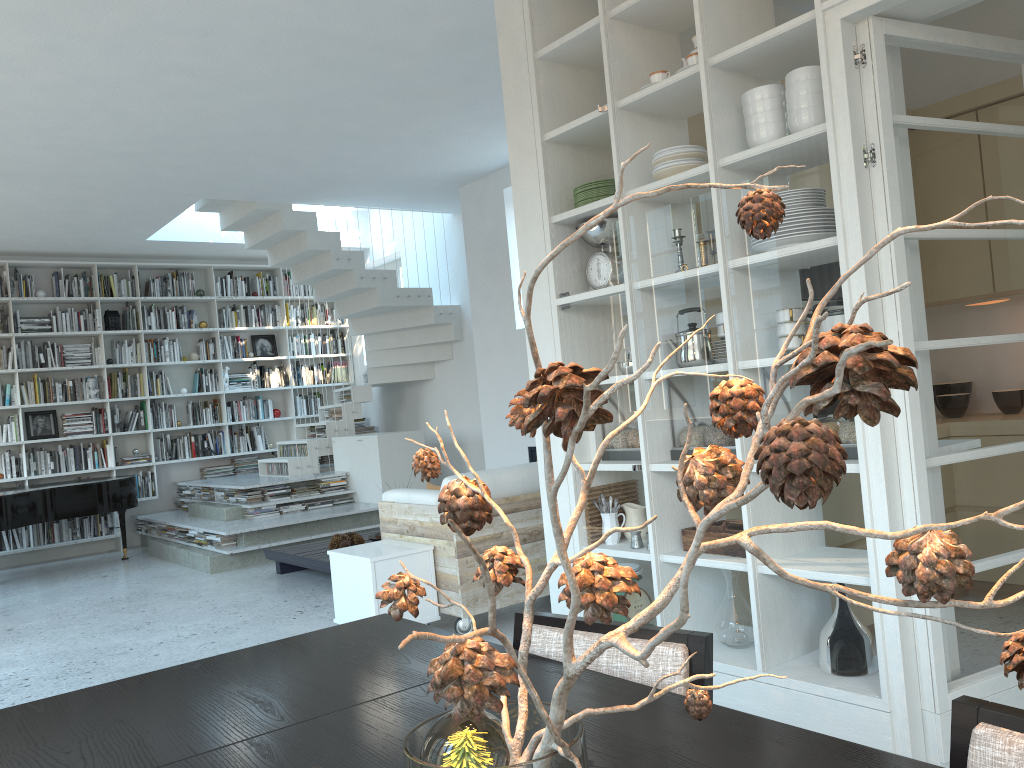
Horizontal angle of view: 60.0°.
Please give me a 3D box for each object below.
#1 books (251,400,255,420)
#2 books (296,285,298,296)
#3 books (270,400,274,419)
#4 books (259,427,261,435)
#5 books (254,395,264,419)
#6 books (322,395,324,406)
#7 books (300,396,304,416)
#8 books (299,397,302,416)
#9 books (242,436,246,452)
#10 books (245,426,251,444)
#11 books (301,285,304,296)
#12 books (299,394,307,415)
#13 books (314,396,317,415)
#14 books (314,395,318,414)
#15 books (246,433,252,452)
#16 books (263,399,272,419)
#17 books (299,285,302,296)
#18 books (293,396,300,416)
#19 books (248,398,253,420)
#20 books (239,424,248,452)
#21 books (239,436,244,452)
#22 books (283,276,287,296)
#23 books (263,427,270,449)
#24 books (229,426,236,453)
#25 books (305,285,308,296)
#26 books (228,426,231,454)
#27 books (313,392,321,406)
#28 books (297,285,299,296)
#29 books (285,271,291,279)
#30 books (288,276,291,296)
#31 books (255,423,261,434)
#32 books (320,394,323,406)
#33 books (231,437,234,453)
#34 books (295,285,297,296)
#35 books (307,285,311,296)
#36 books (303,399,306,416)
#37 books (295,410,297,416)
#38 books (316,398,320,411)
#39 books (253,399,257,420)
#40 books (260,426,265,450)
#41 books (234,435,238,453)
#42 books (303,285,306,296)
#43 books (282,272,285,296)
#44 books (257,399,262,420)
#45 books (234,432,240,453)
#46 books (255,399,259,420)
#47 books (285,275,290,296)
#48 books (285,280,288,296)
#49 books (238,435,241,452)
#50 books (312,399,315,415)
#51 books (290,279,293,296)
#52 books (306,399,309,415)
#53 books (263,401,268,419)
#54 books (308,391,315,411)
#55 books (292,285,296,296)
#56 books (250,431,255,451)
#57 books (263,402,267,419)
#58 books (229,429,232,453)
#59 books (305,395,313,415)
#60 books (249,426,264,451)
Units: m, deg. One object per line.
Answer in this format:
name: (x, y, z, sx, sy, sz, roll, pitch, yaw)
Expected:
books: (-3.147, 0.317, 10.684, 0.026, 0.246, 0.166, -5, -1, -37)
books: (-2.734, -1.197, 11.111, 0.014, 0.260, 0.167, -5, -1, -37)
books: (-2.962, 0.314, 10.819, 0.027, 0.223, 0.170, -5, -1, -37)
books: (-3.072, 0.659, 10.722, 0.012, 0.285, 0.159, -5, -1, -37)
books: (-3.060, 0.288, 10.732, 0.026, 0.290, 0.181, -5, -1, -37)
books: (-2.425, 0.263, 11.235, 0.013, 0.240, 0.166, -5, -1, -37)
books: (-2.647, 0.279, 11.058, 0.022, 0.242, 0.151, -5, -1, -37)
books: (-2.670, 0.284, 11.039, 0.037, 0.236, 0.153, -5, -1, -37)
books: (-3.224, 0.721, 10.591, 0.024, 0.185, 0.149, -5, -1, -37)
books: (-3.174, 0.658, 10.657, 0.010, 0.304, 0.131, -5, -1, -37)
books: (-2.677, -1.204, 11.152, 0.029, 0.264, 0.179, -5, -1, -37)
books: (-2.615, 0.264, 11.100, 0.024, 0.267, 0.133, -5, -1, -37)
books: (-2.507, 0.274, 11.167, 0.014, 0.230, 0.172, -5, -1, -37)
books: (-2.501, 0.268, 11.192, 0.027, 0.242, 0.132, -5, -1, -37)
books: (-3.181, 0.701, 10.620, 0.052, 0.217, 0.184, -5, -1, -37)
books: (-2.982, 0.309, 10.802, 0.025, 0.235, 0.181, -5, -1, -37)
books: (-2.696, -1.200, 11.136, 0.022, 0.259, 0.163, -5, -1, -37)
books: (-2.690, 0.277, 11.015, 0.024, 0.252, 0.175, -5, -1, -37)
books: (-3.161, 0.305, 10.670, 0.011, 0.272, 0.152, -5, -1, -37)
books: (-3.213, 0.646, 10.601, 0.014, 0.333, 0.169, -5, -1, -37)
books: (-3.250, 0.722, 10.581, 0.030, 0.188, 0.140, -5, -1, -37)
books: (-2.851, -1.196, 11.018, 0.022, 0.275, 0.160, -5, -1, -37)
books: (-3.008, 0.659, 10.762, 0.062, 0.274, 0.148, -5, -1, -37)
books: (-3.328, 0.659, 10.538, 0.013, 0.327, 0.130, -5, -1, -37)
books: (-2.623, -1.194, 11.191, 0.025, 0.237, 0.144, -5, -1, -37)
books: (-3.369, 0.656, 10.490, 0.014, 0.337, 0.132, -5, -1, -37)
books: (-2.460, 0.243, 11.201, 0.011, 0.284, 0.161, -5, -1, -37)
books: (-2.719, -1.206, 11.125, 0.027, 0.275, 0.148, -5, -1, -37)
books: (-2.787, -1.229, 11.079, 0.014, 0.331, 0.143, -5, -1, -37)
books: (-2.797, -1.197, 11.038, 0.012, 0.269, 0.184, -5, -1, -37)
books: (-3.068, 0.638, 10.734, 0.012, 0.326, 0.136, -5, -1, -37)
books: (-2.438, 0.257, 11.230, 0.012, 0.254, 0.161, -5, -1, -37)
books: (-3.342, 0.717, 10.524, 0.033, 0.213, 0.140, -5, -1, -37)
books: (-2.741, -1.220, 11.097, 0.012, 0.306, 0.184, -5, -1, -37)
books: (-2.592, -1.182, 11.218, 0.026, 0.208, 0.163, -5, -1, -37)
books: (-2.622, 0.297, 11.069, 0.029, 0.201, 0.172, -5, -1, -37)
books: (-2.743, 0.270, 10.994, 0.085, 0.278, 0.159, -5, -1, -37)
books: (-2.464, 0.283, 11.184, 0.021, 0.205, 0.174, -5, -1, -37)
books: (-3.119, 0.313, 10.680, 0.014, 0.249, 0.177, -5, -1, -37)
books: (-3.038, 0.655, 10.728, 0.025, 0.287, 0.160, -5, -1, -37)
books: (-3.302, 0.713, 10.539, 0.023, 0.214, 0.163, -5, -1, -37)
books: (-2.650, -1.199, 11.182, 0.027, 0.249, 0.154, -5, -1, -37)
books: (-2.866, -1.214, 10.992, 0.011, 0.313, 0.172, -5, -1, -37)
books: (-3.075, 0.312, 10.715, 0.023, 0.244, 0.190, -5, -1, -37)
books: (-3.283, 0.696, 10.542, 0.015, 0.243, 0.156, -5, -1, -37)
books: (-3.104, 0.310, 10.724, 0.012, 0.254, 0.161, -5, -1, -37)
books: (-2.815, -1.204, 11.041, 0.013, 0.286, 0.150, -5, -1, -37)
books: (-2.836, -1.170, 11.041, 0.025, 0.223, 0.137, -5, -1, -37)
books: (-3.272, 0.712, 10.563, 0.025, 0.210, 0.137, -5, -1, -37)
books: (-2.536, 0.291, 11.151, 0.027, 0.201, 0.164, -5, -1, -37)
books: (-2.784, -1.178, 11.051, 0.022, 0.229, 0.175, -5, -1, -37)
books: (-2.589, 0.292, 11.109, 0.025, 0.208, 0.149, -5, -1, -37)
books: (-3.011, 0.320, 10.791, 0.037, 0.218, 0.139, -5, -1, -37)
books: (-2.524, 0.242, 11.164, 0.013, 0.297, 0.141, -5, -1, -37)
books: (-2.760, -1.187, 11.079, 0.023, 0.244, 0.182, -5, -1, -37)
books: (-3.144, 0.687, 10.654, 0.031, 0.239, 0.171, -5, -1, -37)
books: (-3.027, 0.330, 10.758, 0.030, 0.201, 0.189, -5, -1, -37)
books: (-3.357, 0.681, 10.501, 0.015, 0.287, 0.138, -5, -1, -37)
books: (-2.554, 0.268, 11.104, 0.027, 0.248, 0.184, -5, -1, -37)
books: (-3.079, 0.655, 10.652, 0.075, 0.291, 0.255, -5, -1, -37)
